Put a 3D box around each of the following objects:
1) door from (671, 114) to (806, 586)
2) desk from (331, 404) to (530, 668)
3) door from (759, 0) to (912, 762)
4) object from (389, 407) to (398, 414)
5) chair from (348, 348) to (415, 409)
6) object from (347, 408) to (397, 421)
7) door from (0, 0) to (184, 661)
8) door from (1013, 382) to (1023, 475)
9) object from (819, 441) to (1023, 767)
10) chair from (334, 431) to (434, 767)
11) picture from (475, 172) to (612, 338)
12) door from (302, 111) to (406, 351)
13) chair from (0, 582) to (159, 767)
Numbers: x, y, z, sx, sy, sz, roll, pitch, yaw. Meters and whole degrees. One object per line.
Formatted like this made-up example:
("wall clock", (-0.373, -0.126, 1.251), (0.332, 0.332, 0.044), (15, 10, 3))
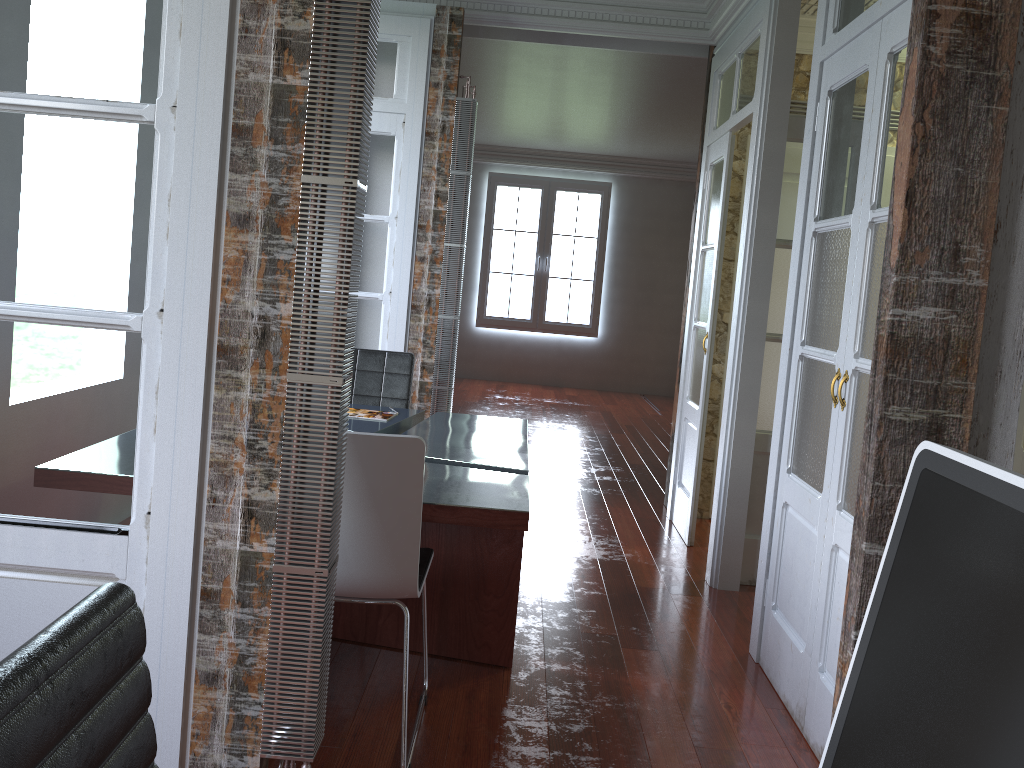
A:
("door", (1.081, -0.203, 4.512), (0.481, 2.174, 1.193), (3, 5, -25))
("desk", (-0.684, 0.530, 3.442), (1.445, 0.651, 1.720), (5, 6, 0))
("door", (1.011, 0.005, 2.667), (0.041, 2.172, 1.061), (5, 4, 0))
("object", (-0.555, 0.123, 4.158), (0.011, 0.011, 0.150), (3, 7, -24))
("chair", (-0.738, 0.314, 4.159), (0.475, 0.916, 0.604), (5, 4, 0))
("object", (-0.690, 0.136, 3.995), (0.307, 0.012, 0.224), (6, 7, 5))
("door", (-1.245, -0.097, 1.858), (1.160, 2.174, 0.041), (5, 3, 1))
("door", (2.827, 0.045, 4.116), (1.076, 2.079, 0.041), (5, 3, 1))
("object", (0.322, 0.313, 0.527), (0.189, 0.483, 0.486), (5, 5, 0))
("chair", (-0.462, 0.534, 2.488), (0.475, 0.916, 0.604), (5, 4, 0))
("picture", (0.403, -1.647, 11.321), (1.580, 1.981, 0.128), (5, 4, 1))
("door", (-1.199, -0.457, 4.963), (1.160, 2.174, 0.041), (5, 3, 1))
("chair", (-0.115, 0.727, 0.639), (0.699, 1.019, 0.668), (5, 4, 5))
